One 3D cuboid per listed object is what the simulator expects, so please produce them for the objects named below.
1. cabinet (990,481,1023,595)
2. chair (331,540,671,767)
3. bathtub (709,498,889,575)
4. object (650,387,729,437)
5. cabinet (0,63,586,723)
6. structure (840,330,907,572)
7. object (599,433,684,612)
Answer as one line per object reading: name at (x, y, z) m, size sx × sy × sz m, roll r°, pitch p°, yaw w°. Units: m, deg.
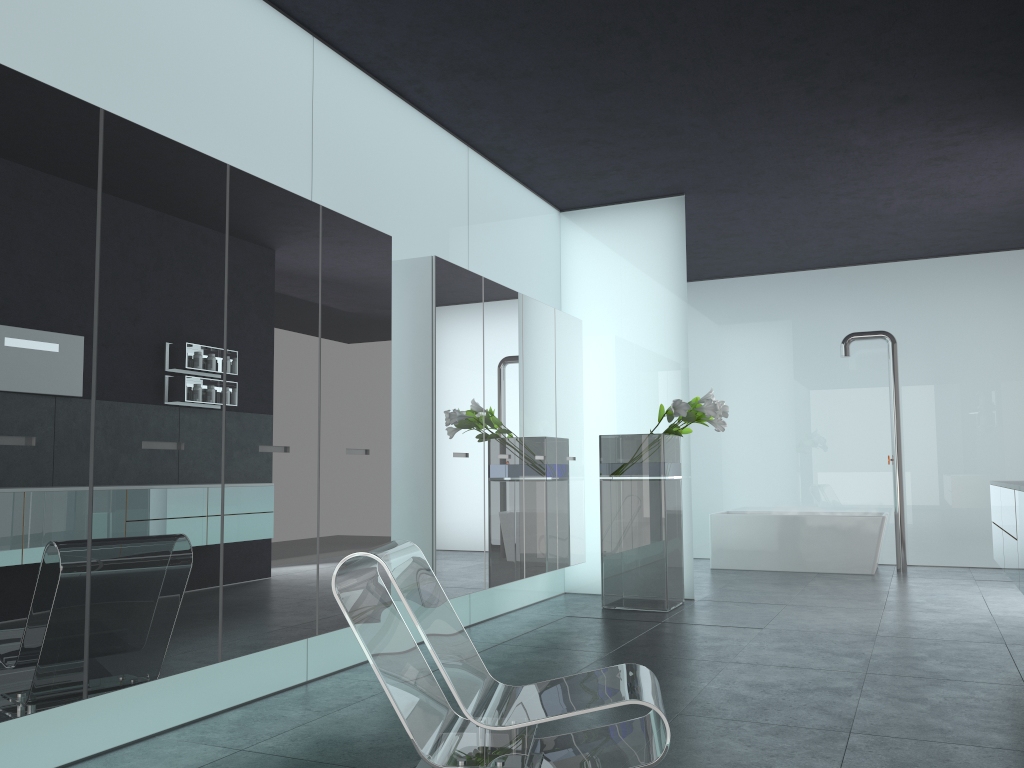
cabinet at (2.612, 0.711, 3.688) m, size 0.734 × 0.555 × 5.591 m, roll -3°, pitch -6°, yaw 25°
chair at (-0.023, 1.092, 3.587) m, size 1.261 × 0.869 × 0.630 m, roll -1°, pitch -5°, yaw 6°
bathtub at (3.473, 1.793, 10.713) m, size 1.978 × 0.857 × 0.962 m, roll -3°, pitch -6°, yaw 25°
object at (1.328, 0.405, 7.619) m, size 1.024 × 0.778 × 0.976 m, roll -2°, pitch -6°, yaw 17°
cabinet at (-0.774, 0.258, 5.483) m, size 0.399 × 2.211 × 6.013 m, roll -3°, pitch -6°, yaw 25°
structure at (4.245, 0.802, 10.428) m, size 0.643 × 2.867 × 0.123 m, roll -3°, pitch -5°, yaw 24°
object at (1.146, 1.198, 7.811) m, size 0.585 × 1.488 × 0.576 m, roll -3°, pitch -5°, yaw 25°
